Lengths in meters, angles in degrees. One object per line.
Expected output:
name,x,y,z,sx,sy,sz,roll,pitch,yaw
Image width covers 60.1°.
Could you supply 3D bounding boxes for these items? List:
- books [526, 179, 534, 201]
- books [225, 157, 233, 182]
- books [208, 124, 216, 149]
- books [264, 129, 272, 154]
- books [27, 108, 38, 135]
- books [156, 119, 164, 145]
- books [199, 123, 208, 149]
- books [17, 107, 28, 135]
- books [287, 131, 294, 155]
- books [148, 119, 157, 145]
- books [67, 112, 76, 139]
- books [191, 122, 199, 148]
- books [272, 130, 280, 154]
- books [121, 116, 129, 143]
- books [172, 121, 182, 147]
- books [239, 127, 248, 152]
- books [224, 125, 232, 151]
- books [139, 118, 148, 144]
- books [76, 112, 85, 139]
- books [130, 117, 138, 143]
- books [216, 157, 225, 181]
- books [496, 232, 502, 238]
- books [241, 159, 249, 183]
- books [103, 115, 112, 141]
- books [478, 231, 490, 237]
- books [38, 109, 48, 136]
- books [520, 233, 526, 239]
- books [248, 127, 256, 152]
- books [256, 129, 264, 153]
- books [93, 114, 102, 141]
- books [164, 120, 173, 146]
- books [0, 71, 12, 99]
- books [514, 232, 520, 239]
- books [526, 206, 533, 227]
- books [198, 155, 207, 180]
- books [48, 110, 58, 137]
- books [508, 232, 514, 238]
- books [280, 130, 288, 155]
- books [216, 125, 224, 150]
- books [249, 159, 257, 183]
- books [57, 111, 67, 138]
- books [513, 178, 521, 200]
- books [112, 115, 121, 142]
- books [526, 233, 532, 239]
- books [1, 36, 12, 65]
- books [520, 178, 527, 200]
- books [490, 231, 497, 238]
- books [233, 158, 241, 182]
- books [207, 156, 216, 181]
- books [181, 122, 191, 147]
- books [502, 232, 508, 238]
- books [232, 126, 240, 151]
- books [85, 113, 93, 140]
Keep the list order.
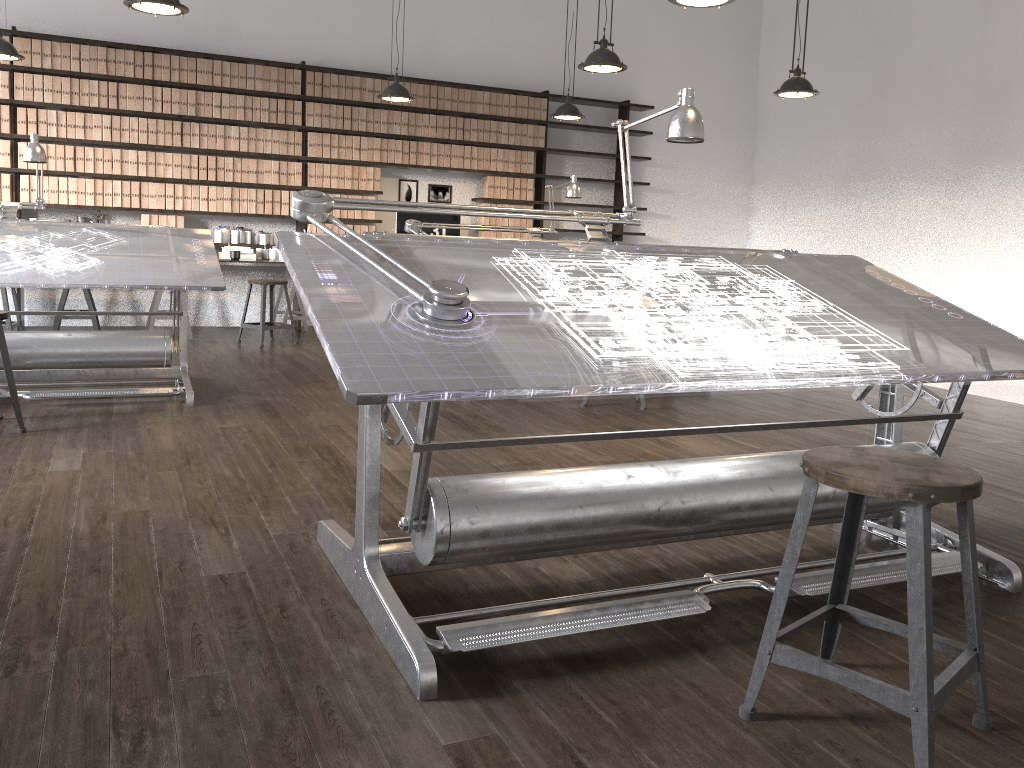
books,0.155,-2.010,9.196,0.067,0.224,0.175,0,8,-24
books,-2.559,-1.922,7.983,0.067,0.224,0.175,0,8,-24
books,-2.681,-2.193,7.898,0.067,0.224,0.175,0,8,-24
books,-2.242,-2.206,8.091,0.067,0.224,0.175,0,8,-24
books,-3.960,-2.154,7.322,0.067,0.224,0.175,0,8,-24
books,-3.070,-2.181,7.722,0.067,0.224,0.175,0,8,-24
books,-2.746,-2.191,7.869,0.067,0.224,0.175,0,8,-24
books,-4.030,-2.153,7.297,0.067,0.224,0.175,0,8,-24
books,-2.058,-2.211,8.174,0.067,0.224,0.175,0,8,-24
books,-3.126,-2.179,7.693,0.067,0.224,0.175,0,8,-24
books,-3.699,-2.162,7.444,0.067,0.224,0.175,0,8,-24
books,-2.809,-2.188,7.837,0.067,0.224,0.175,0,8,-24
books,-2.174,-2.207,8.118,0.067,0.224,0.175,0,8,-24
books,-3.325,-2.174,7.612,0.067,0.224,0.175,0,8,-24
books,-2.942,-2.184,7.776,0.067,0.224,0.175,0,8,-24
books,-2.433,-2.200,8.004,0.067,0.224,0.175,0,8,-24
books,-2.558,-2.197,7.952,0.067,0.224,0.175,0,8,-24
books,-3.192,-2.177,7.663,0.067,0.224,0.175,0,8,-24
books,-3.635,-2.163,7.466,0.067,0.224,0.175,0,8,-24
books,-3.260,-2.175,7.637,0.067,0.224,0.175,0,8,-24
books,-2.626,-1.921,7.958,0.067,0.224,0.175,0,8,-24
books,-0.165,-1.456,9.123,0.067,0.224,0.175,0,8,-24
books,-2.432,-1.927,8.044,0.067,0.224,0.175,0,8,-24
books,-3.451,-2.169,7.549,0.067,0.224,0.175,0,8,-24
books,-0.288,-1.453,9.069,0.067,0.224,0.175,0,8,-24
books,-3.893,-2.157,7.358,0.067,0.224,0.175,0,8,-24
books,0.080,-1.464,9.235,0.067,0.224,0.175,0,8,-24
books,-2.370,-2.202,8.036,0.067,0.224,0.175,0,8,-24
books,-2.307,-2.204,8.066,0.067,0.224,0.175,0,8,-24
books,-3.518,-2.167,7.522,0.067,0.224,0.175,0,8,-24
books,-3.011,-2.183,7.751,0.067,0.224,0.175,0,8,-24
books,-4.122,-2.420,7.215,0.067,0.224,0.175,0,8,-24
books,0.017,-1.462,9.205,0.067,0.224,0.175,0,8,-24
books,0.149,-1.739,9.229,0.067,0.224,0.175,0,8,-24
books,-2.762,-1.917,7.897,0.067,0.224,0.175,0,8,-24
books,-3.827,-2.158,7.382,0.067,0.224,0.175,0,8,-24
books,-0.046,-1.459,9.172,0.067,0.224,0.175,0,8,-24
books,-2.114,-2.209,8.145,0.067,0.224,0.175,0,8,-24
books,-2.617,-2.194,7.920,0.067,0.224,0.175,0,8,-24
books,-2.368,-1.928,8.066,0.067,0.224,0.175,0,8,-24
books,-3.764,-2.161,7.415,0.067,0.224,0.175,0,8,-24
books,0.019,-2.006,9.132,0.067,0.224,0.175,0,8,-24
books,-3.388,-2.172,7.582,0.067,0.224,0.175,0,8,-24
books,0.142,-1.464,9.255,0.067,0.224,0.175,0,8,-24
books,-4.104,-2.694,7.187,0.067,0.224,0.175,0,8,-24
books,0.085,-2.009,9.167,0.067,0.224,0.175,0,8,-24
books,-0.224,-1.453,9.092,0.067,0.224,0.175,0,8,-24
books,-2.496,-1.925,8.015,0.067,0.224,0.175,0,8,-24
books,-2.693,-1.918,7.922,0.067,0.224,0.175,0,8,-24
books,-2.875,-2.187,7.812,0.067,0.224,0.175,0,8,-24
books,-0.107,-1.457,9.147,0.067,0.224,0.175,0,8,-24
books,-2.500,-2.198,7.976,0.067,0.224,0.175,0,8,-24
books,-3.576,-2.166,7.497,0.067,0.224,0.175,0,8,-24
